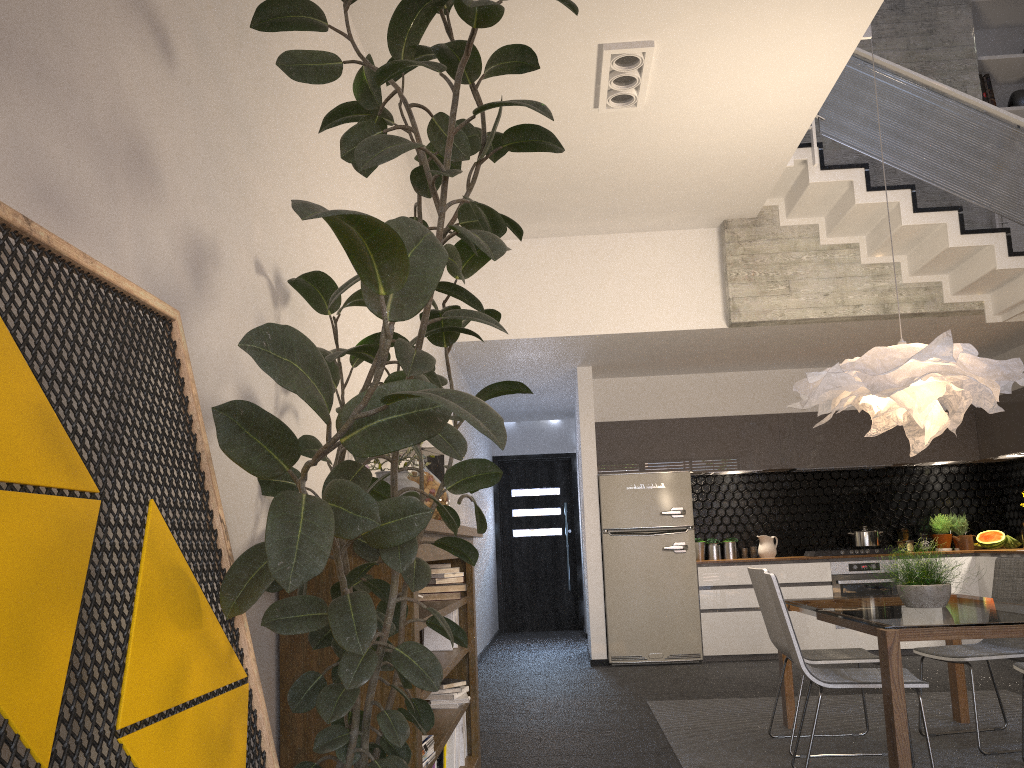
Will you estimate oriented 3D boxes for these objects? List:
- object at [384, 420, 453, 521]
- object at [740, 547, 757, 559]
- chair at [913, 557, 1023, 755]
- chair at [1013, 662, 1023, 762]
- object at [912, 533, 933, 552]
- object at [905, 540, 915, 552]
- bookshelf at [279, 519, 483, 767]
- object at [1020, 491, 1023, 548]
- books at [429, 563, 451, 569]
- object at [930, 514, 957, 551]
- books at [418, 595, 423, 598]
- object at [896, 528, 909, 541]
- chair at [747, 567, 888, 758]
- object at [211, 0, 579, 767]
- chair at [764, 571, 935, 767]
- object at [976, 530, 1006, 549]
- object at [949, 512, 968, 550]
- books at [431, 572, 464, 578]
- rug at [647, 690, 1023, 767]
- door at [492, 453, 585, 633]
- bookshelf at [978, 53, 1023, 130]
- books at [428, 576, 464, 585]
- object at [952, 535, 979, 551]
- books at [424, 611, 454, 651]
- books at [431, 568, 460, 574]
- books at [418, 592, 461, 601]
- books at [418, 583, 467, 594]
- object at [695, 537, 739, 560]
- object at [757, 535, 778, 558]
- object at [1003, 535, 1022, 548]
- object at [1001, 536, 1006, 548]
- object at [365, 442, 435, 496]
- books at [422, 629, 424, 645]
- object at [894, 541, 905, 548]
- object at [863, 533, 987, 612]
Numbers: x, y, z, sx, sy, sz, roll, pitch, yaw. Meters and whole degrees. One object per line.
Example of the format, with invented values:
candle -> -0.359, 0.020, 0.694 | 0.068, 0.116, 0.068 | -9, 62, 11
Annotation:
object -> -0.445, 0.419, 4.283 | 0.390, 0.578, 0.392 | 2, -10, -28
object -> 2.279, 1.622, 8.517 | 0.160, 0.110, 0.078 | -4, -9, 8
chair -> 2.444, 1.359, 4.530 | 0.601, 0.913, 0.479 | -1, -8, -11
chair -> 2.544, 1.215, 3.782 | 0.602, 0.913, 0.478 | -3, -8, 6
object -> 3.905, 1.508, 8.424 | 0.141, 0.173, 0.142 | -3, -9, 3
object -> 3.784, 1.545, 8.432 | 0.083, 0.112, 0.083 | -4, -9, 13
bookshelf -> -0.405, 1.155, 3.497 | 0.451, 1.163, 1.934 | -3, -10, 3
object -> 4.591, 1.169, 7.735 | 0.257, 0.538, 0.429 | -6, -10, 26
books -> -0.404, 0.879, 4.271 | 0.205, 0.022, 0.156 | 0, -11, -12
object -> 4.090, 1.401, 8.385 | 0.245, 0.351, 0.236 | -3, -9, 7
books -> -0.507, 0.711, 2.959 | 0.323, 0.108, 0.274 | -10, -13, 37
object -> 3.725, 1.436, 8.441 | 0.083, 0.112, 0.083 | 0, -9, -17
chair -> 1.580, 1.402, 4.574 | 0.601, 0.913, 0.478 | -3, -8, 3
object -> -0.269, -0.113, 2.194 | 0.908, 3.176, 2.027 | 0, -9, -19
chair -> 1.444, 1.273, 3.851 | 0.602, 0.913, 0.478 | -4, -8, 12
object -> 4.405, 1.433, 8.143 | 0.236, 0.173, 0.218 | -8, -11, 31
object -> 4.230, 1.378, 8.361 | 0.170, 0.376, 0.184 | -9, -11, 39
books -> -0.382, 0.926, 4.283 | 0.244, 0.019, 0.175 | -8, -12, 27
rug -> 1.994, 1.761, 4.130 | 2.371, 0.006, 3.716 | -3, -11, 3
door -> 0.338, 2.070, 11.568 | 1.108, 2.298, 0.161 | -3, -8, 3
bookshelf -> 4.047, -2.067, 7.265 | 0.973, 1.098, 0.446 | -3, -8, 3
books -> -0.373, 0.950, 4.282 | 0.180, 0.029, 0.226 | 8, -15, -44
object -> 4.221, 1.476, 8.235 | 0.210, 0.139, 0.125 | -10, -11, 37
books -> -0.341, 1.145, 4.119 | 0.135, 0.181, 0.078 | -3, -8, 3
books -> -0.395, 0.902, 4.268 | 0.175, 0.023, 0.244 | 7, -14, -41
books -> -0.361, 1.005, 4.211 | 0.230, 0.034, 0.288 | -1, -11, -5
books -> 1.257, -2.043, 6.463 | 0.362, 6.658, 5.409 | -9, -11, 43
object -> 1.939, 1.579, 8.504 | 0.482, 0.219, 0.174 | -2, -9, 0
object -> 2.451, 1.557, 8.481 | 0.190, 0.213, 0.172 | -5, -9, 16
object -> 4.622, 1.454, 8.174 | 0.149, 0.126, 0.225 | -11, -13, 42
object -> 4.648, 1.488, 8.347 | 0.132, 0.118, 0.205 | -6, -11, 23
object -> -0.500, 0.391, 3.660 | 0.385, 0.409, 0.277 | 1, -9, -19
books -> -0.355, 1.154, 4.176 | 0.136, 0.187, 0.018 | -3, -8, 3
object -> 3.697, 1.550, 8.441 | 0.083, 0.112, 0.083 | -3, -9, 3
object -> 1.948, 0.901, 4.250 | 0.531, 0.364, 0.673 | -2, -10, -2
